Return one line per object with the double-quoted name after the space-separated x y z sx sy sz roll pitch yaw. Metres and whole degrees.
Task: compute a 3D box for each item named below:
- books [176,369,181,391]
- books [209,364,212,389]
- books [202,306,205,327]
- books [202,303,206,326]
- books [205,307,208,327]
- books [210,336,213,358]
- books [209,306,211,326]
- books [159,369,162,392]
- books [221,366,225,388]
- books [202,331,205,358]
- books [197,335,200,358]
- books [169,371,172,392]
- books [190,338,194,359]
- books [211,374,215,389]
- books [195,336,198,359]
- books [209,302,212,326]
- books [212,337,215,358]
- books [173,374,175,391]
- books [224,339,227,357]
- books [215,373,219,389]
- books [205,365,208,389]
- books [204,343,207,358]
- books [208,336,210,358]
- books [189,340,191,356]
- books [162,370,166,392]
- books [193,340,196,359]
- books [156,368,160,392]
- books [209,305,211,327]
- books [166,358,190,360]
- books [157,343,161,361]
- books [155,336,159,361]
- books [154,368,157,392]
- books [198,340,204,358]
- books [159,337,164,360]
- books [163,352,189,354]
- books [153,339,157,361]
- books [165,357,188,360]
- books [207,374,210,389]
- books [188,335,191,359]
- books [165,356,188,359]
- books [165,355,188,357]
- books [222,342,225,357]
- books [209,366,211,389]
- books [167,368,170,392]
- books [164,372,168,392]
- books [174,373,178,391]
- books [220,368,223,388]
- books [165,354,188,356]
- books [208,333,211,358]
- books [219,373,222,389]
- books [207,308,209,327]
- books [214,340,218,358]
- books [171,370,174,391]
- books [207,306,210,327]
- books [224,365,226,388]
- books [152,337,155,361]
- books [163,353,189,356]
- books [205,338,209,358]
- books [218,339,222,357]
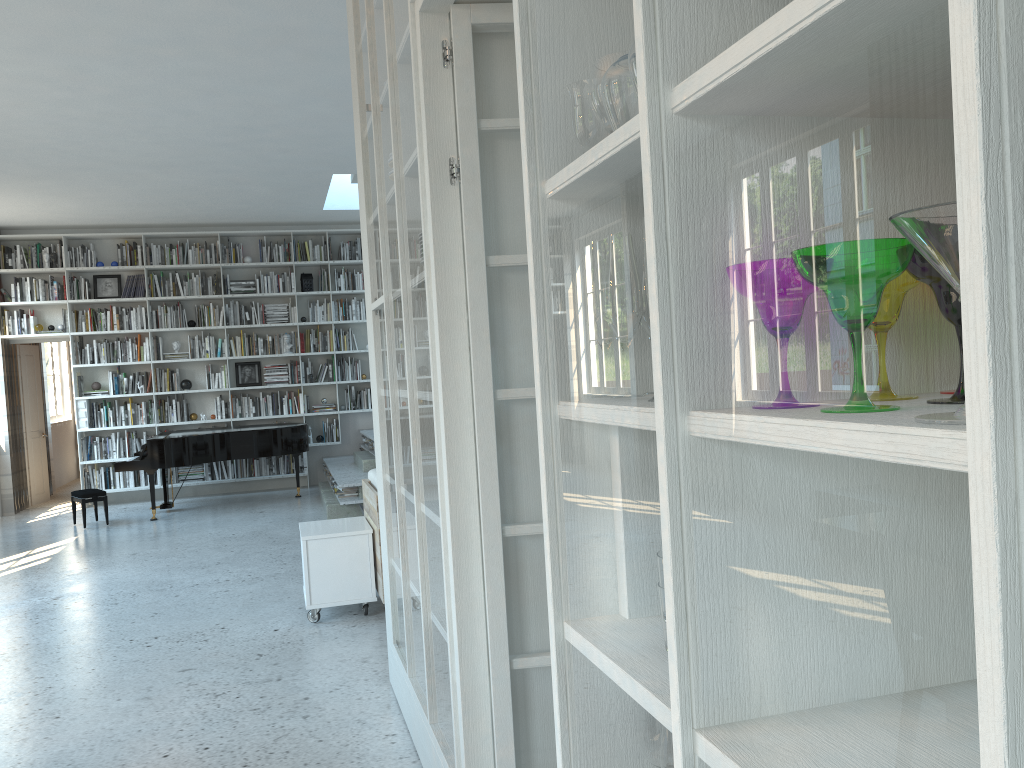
-3.968 -0.050 10.561 0.028 0.266 0.144 -4 2 -15 "books"
-3.613 -0.089 10.652 0.012 0.298 0.166 -4 2 -15 "books"
-3.695 -0.810 10.613 0.005 0.275 0.157 -4 2 -15 "books"
-3.680 -0.818 10.628 0.033 0.287 0.155 -4 2 -15 "books"
-3.648 -0.797 10.602 0.013 0.244 0.188 -4 2 -15 "books"
-3.599 -0.438 10.637 0.023 0.260 0.170 -4 2 -15 "books"
-3.613 -0.804 10.629 0.006 0.253 0.180 -4 2 -15 "books"
-4.155 -0.042 10.508 0.026 0.275 0.154 -4 2 -15 "books"
-3.473 -0.083 10.681 0.027 0.269 0.178 -4 2 -15 "books"
-3.692 -0.468 10.617 0.010 0.329 0.173 -4 2 -15 "books"
-3.746 -0.442 10.595 0.012 0.286 0.167 -4 2 -15 "books"
-4.050 -0.033 10.532 0.014 0.244 0.153 -4 2 -15 "books"
-3.809 -0.419 10.577 0.030 0.247 0.174 -4 2 -15 "books"
-3.591 -0.033 10.666 0.030 0.183 0.154 -4 2 -15 "books"
-3.765 -0.432 10.602 0.022 0.267 0.151 -4 2 -15 "books"
-3.609 -0.830 10.632 0.006 0.304 0.165 -4 2 -15 "books"
-3.583 -0.438 10.663 0.022 0.256 0.152 -4 2 -15 "books"
-4.009 -0.018 10.539 0.011 0.208 0.180 -4 2 -15 "books"
-3.448 -0.427 10.696 0.026 0.217 0.126 -4 2 -15 "books"
-3.545 -0.038 10.662 0.057 0.188 0.156 -4 2 -15 "books"
-3.658 -0.079 10.636 0.012 0.285 0.159 -4 2 -15 "books"
-3.675 -0.399 10.638 0.025 0.189 0.140 -4 2 -15 "books"
-3.625 -0.440 10.621 0.012 0.265 0.192 -4 2 -15 "books"
-3.832 -0.410 10.590 0.010 0.232 0.154 -4 2 -15 "books"
-4.123 -0.038 10.509 0.036 0.263 0.166 -4 2 -15 "books"
-3.790 -0.410 10.612 0.024 0.227 0.137 -4 2 -15 "books"
-4.179 -0.045 10.496 0.025 0.284 0.145 -4 2 -15 "books"
-3.620 -0.810 10.634 0.004 0.265 0.141 -4 2 -15 "books"
-3.986 -0.290 10.548 0.285 0.012 0.159 -4 1 -17 "books"
-4.175 -0.377 10.502 0.034 0.210 0.136 -4 2 -15 "books"
-4.202 -0.419 10.506 0.011 0.298 0.135 -4 2 -15 "books"
-4.210 -0.044 10.498 0.012 0.285 0.159 -4 2 -15 "books"
-3.719 -0.413 10.620 0.048 0.225 0.149 -4 2 -15 "books"
-4.149 -0.412 10.503 0.021 0.278 0.136 -4 2 -15 "books"
-3.989 -0.363 10.541 0.285 0.012 0.159 -4 1 -19 "books"
-4.213 -0.398 10.485 0.024 0.257 0.134 -4 2 -15 "books"
-3.988 -0.302 10.552 0.254 0.012 0.161 -4 1 -15 "books"
-3.636 -0.031 10.638 0.025 0.186 0.154 -4 2 -15 "books"
-3.841 -0.436 10.573 0.012 0.285 0.159 -4 2 -15 "books"
-3.987 -0.314 10.543 0.254 0.012 0.161 -4 1 -19 "books"
-3.987 -0.326 10.541 0.254 0.012 0.161 -4 1 -20 "books"
-3.472 -0.408 10.687 0.027 0.181 0.142 -4 2 -15 "books"
-3.624 -0.085 10.652 0.011 0.292 0.155 -4 2 -15 "books"
-4.065 -0.047 10.506 0.026 0.274 0.190 -4 2 -15 "books"
-4.094 -0.023 10.521 0.025 0.228 0.153 -4 2 -15 "books"
-3.989 -0.023 10.540 0.028 0.216 0.175 -4 2 -15 "books"
-3.489 -0.070 10.670 0.012 0.244 0.171 -4 2 -15 "books"
-3.989 -0.339 10.545 0.254 0.012 0.161 -4 1 -18 "books"
-3.617 -0.458 10.631 0.011 0.301 0.178 -4 2 -15 "books"
-3.507 -0.040 10.677 0.024 0.188 0.172 -4 2 -15 "books"
-3.646 -0.794 10.640 0.011 0.236 0.130 -4 2 -15 "books"
-3.559 -0.421 10.670 0.026 0.219 0.150 -4 2 -15 "books"
-4.034 -0.037 10.553 0.028 0.248 0.142 -4 2 -15 "books"
-3.630 -0.803 10.632 0.017 0.253 0.139 -4 2 -15 "books"
-3.452 -0.089 10.677 0.011 0.279 0.187 -4 2 -15 "books"
-4.232 -0.411 10.486 0.012 0.285 0.159 -4 2 -15 "books"
-3.990 -0.351 10.546 0.285 0.012 0.159 -4 1 -13 "books"
-3.646 -0.429 10.626 0.028 0.247 0.170 -4 2 -15 "books"
-3.511 -0.428 10.658 0.060 0.227 0.179 -4 2 -15 "books"
